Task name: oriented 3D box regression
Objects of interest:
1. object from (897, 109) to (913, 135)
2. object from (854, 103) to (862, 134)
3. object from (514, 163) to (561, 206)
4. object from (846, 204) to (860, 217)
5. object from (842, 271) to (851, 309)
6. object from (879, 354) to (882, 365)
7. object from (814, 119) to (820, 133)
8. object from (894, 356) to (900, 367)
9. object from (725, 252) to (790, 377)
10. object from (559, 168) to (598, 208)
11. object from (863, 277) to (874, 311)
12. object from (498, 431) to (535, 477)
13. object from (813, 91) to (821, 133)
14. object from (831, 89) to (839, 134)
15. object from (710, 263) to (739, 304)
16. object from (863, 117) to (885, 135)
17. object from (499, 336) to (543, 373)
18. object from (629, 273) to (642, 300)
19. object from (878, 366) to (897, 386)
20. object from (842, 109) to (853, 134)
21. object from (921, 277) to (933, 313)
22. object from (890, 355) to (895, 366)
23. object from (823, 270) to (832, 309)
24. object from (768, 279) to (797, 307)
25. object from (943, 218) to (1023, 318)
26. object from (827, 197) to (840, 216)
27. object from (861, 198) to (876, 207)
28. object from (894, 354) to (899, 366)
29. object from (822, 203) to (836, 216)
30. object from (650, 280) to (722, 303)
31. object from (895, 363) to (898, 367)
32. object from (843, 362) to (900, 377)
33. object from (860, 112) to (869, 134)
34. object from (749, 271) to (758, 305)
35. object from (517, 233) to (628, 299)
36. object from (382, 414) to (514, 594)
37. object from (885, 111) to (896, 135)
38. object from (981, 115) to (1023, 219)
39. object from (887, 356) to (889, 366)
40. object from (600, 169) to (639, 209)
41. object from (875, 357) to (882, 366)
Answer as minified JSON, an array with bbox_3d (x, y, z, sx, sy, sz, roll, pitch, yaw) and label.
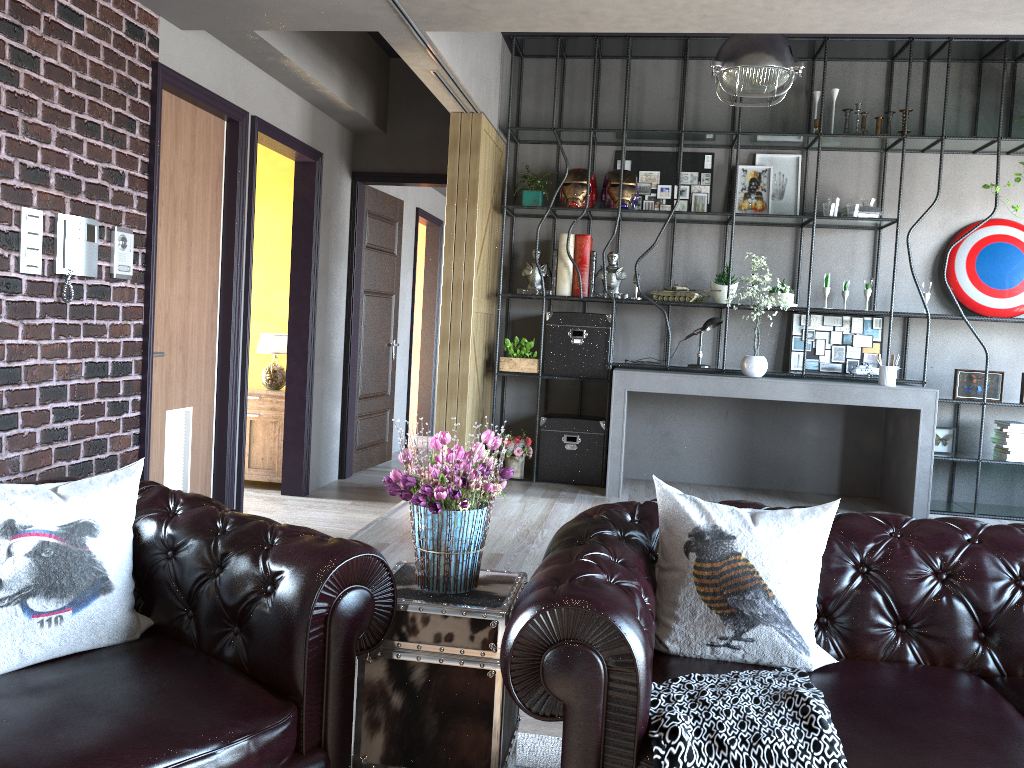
[{"bbox_3d":[2.780,-1.840,6.272,0.130,0.232,0.130,2,3,-14],"label":"object"},{"bbox_3d":[2.454,-1.865,6.296,0.100,0.243,0.100,4,3,17],"label":"object"},{"bbox_3d":[0.158,-1.484,6.721,0.324,0.339,0.295,1,4,-35],"label":"object"},{"bbox_3d":[2.406,-1.217,6.260,0.092,0.099,0.093,1,4,-34],"label":"object"},{"bbox_3d":[2.482,-0.691,6.603,0.113,0.301,0.113,5,3,27],"label":"object"},{"bbox_3d":[2.533,-0.102,6.079,0.046,0.202,0.023,6,4,44],"label":"object"},{"bbox_3d":[2.176,-1.825,6.337,0.135,0.129,0.135,2,3,-19],"label":"object"},{"bbox_3d":[2.606,-0.107,6.043,0.062,0.169,0.009,4,3,8],"label":"object"},{"bbox_3d":[1.690,-0.474,6.042,0.398,0.851,0.421,1,4,-35],"label":"object"},{"bbox_3d":[0.495,-1.460,6.657,0.280,0.327,0.399,4,3,13],"label":"object"},{"bbox_3d":[2.537,-0.643,6.332,0.113,0.246,0.113,5,3,27],"label":"object"},{"bbox_3d":[0.003,0.517,6.756,0.345,0.362,0.332,4,3,12],"label":"object"},{"bbox_3d":[2.249,-1.968,6.576,0.128,0.390,0.128,2,3,-23],"label":"object"},{"bbox_3d":[2.350,-1.957,6.489,0.128,0.390,0.128,1,3,-32],"label":"object"},{"bbox_3d":[1.561,-0.736,6.499,0.193,0.305,0.136,6,4,42],"label":"object"},{"bbox_3d":[2.599,-1.810,6.286,0.190,0.152,0.189,5,4,31],"label":"object"},{"bbox_3d":[0.071,-0.224,6.645,0.304,0.265,0.180,4,3,8],"label":"object"},{"bbox_3d":[0.918,-0.721,6.541,0.093,0.200,0.093,3,3,3],"label":"object"},{"bbox_3d":[2.561,-0.054,6.048,0.110,0.137,0.110,4,3,18],"label":"object"},{"bbox_3d":[2.406,-1.867,6.376,0.084,0.232,0.084,5,4,35],"label":"object"},{"bbox_3d":[2.986,-0.635,6.394,0.113,0.270,0.113,3,3,-3],"label":"object"},{"bbox_3d":[2.596,-0.099,6.076,0.037,0.204,0.023,1,4,-42],"label":"object"},{"bbox_3d":[2.245,-0.674,6.336,0.113,0.274,0.113,4,3,12],"label":"object"},{"bbox_3d":[1.962,-0.666,6.461,0.235,0.212,0.235,1,4,-37],"label":"object"},{"bbox_3d":[3.533,-0.841,6.447,0.751,0.739,0.185,4,3,9],"label":"object"},{"bbox_3d":[2.310,-1.258,6.378,0.087,0.155,0.087,4,3,21],"label":"object"},{"bbox_3d":[2.592,-1.314,6.453,0.103,0.068,0.103,3,3,1],"label":"object"},{"bbox_3d":[2.609,-0.116,6.056,0.052,0.185,0.009,4,3,10],"label":"object"},{"bbox_3d":[2.245,-1.228,6.284,0.092,0.099,0.093,0,4,-44],"label":"object"},{"bbox_3d":[1.302,-0.689,6.599,0.577,0.170,0.206,6,5,43],"label":"object"},{"bbox_3d":[2.584,-0.074,6.033,0.068,0.159,0.009,4,3,21],"label":"object"},{"bbox_3d":[2.595,-0.110,6.448,0.379,0.111,0.351,6,5,41],"label":"object"},{"bbox_3d":[2.556,-1.861,6.452,0.080,0.226,0.080,2,3,-19],"label":"object"},{"bbox_3d":[1.806,-0.717,6.654,0.113,0.273,0.113,2,3,-25],"label":"object"},{"bbox_3d":[0.475,-0.887,6.711,0.833,0.466,0.290,4,3,8],"label":"object"},{"bbox_3d":[-0.175,0.332,2.512,0.349,0.483,0.352,6,4,39],"label":"object"},{"bbox_3d":[2.713,-1.851,6.380,0.084,0.232,0.084,3,3,-11],"label":"object"},{"bbox_3d":[3.606,-1.541,6.019,0.720,1.025,0.650,5,3,27],"label":"object"},{"bbox_3d":[2.578,-0.109,6.086,0.009,0.167,0.061,4,3,21],"label":"object"},{"bbox_3d":[0.810,-1.440,6.610,0.280,0.327,0.400,3,3,-2],"label":"object"},{"bbox_3d":[2.545,-0.092,6.063,0.137,0.190,0.009,4,3,11],"label":"object"}]
